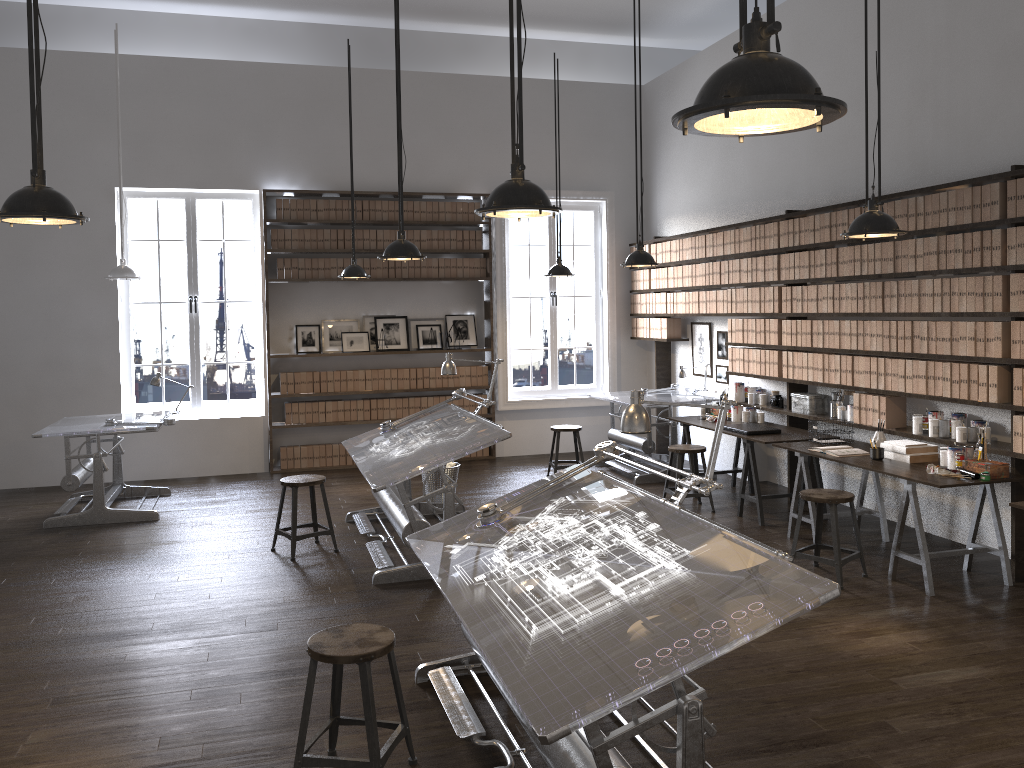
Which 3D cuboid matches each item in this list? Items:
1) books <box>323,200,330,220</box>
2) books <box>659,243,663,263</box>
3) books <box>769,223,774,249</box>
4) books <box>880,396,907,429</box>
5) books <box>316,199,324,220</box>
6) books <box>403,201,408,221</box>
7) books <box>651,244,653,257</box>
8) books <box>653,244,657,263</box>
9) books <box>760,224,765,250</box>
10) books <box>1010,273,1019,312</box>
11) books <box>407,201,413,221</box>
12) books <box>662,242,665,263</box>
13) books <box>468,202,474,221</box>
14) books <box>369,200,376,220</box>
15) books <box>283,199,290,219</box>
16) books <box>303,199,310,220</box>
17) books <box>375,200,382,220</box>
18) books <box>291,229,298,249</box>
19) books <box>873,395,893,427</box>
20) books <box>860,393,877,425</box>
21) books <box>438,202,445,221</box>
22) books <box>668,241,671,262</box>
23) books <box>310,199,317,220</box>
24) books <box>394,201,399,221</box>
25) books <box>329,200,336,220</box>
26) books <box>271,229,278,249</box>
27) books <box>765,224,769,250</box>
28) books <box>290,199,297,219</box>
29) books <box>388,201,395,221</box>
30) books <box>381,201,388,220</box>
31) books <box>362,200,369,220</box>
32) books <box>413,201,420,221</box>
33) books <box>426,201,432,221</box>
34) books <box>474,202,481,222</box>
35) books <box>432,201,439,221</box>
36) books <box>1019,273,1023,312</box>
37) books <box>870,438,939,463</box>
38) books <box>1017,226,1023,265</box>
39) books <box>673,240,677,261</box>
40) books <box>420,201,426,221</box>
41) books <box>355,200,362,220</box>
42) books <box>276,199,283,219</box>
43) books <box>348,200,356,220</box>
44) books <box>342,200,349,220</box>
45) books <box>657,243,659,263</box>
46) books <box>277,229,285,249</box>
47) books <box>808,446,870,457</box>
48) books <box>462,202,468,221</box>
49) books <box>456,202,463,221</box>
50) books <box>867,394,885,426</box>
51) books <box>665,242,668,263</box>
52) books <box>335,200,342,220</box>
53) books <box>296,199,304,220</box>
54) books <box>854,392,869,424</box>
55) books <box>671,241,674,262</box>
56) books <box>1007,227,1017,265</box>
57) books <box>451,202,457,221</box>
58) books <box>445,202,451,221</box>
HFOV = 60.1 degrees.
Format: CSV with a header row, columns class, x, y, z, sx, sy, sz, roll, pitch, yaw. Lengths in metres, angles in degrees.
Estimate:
class,x,y,z,sx,sy,sz,roll,pitch,yaw
books,-2.025,-1.883,9.634,0.067,0.225,0.175,-2,3,-16
books,1.701,-1.430,9.676,0.174,0.225,0.067,-2,2,-16
books,2.301,-1.269,7.604,0.174,0.225,0.067,-2,2,-16
books,2.715,0.199,6.309,0.174,0.225,0.067,-2,2,-16
books,-2.085,-1.880,9.615,0.067,0.225,0.175,-2,3,-16
books,-1.210,-1.917,9.868,0.067,0.225,0.175,-2,3,-16
books,1.645,-1.446,9.889,0.174,0.225,0.067,-2,2,-16
books,1.660,-1.441,9.816,0.174,0.225,0.067,-2,2,-16
books,2.264,-1.279,7.738,0.174,0.225,0.067,-2,2,-16
books,3.014,-0.535,5.187,0.174,0.225,0.067,-2,2,-16
books,-1.148,-1.919,9.882,0.067,0.225,0.175,-2,3,-16
books,1.725,-1.425,9.610,0.174,0.225,0.067,-2,2,-16
books,-0.482,-1.947,10.080,0.067,0.225,0.175,-2,3,-16
books,-1.549,-1.903,9.773,0.067,0.225,0.175,-2,3,-16
books,-2.425,-1.866,9.514,0.067,0.225,0.175,-2,3,-16
books,-2.223,-1.874,9.578,0.067,0.225,0.175,-2,3,-16
books,-1.484,-1.905,9.785,0.067,0.225,0.175,-2,3,-16
books,-2.344,-1.551,9.549,0.067,0.225,0.175,-2,3,-16
books,2.691,0.194,6.376,0.174,0.225,0.067,-2,2,-16
books,2.655,0.183,6.513,0.174,0.225,0.067,-2,2,-16
books,-0.808,-1.933,9.981,0.067,0.225,0.175,-2,3,-16
books,1.758,-1.414,9.475,0.174,0.225,0.067,-2,2,-16
books,-2.154,-1.877,9.593,0.067,0.225,0.175,-2,3,-16
books,-1.282,-1.914,9.849,0.067,0.225,0.175,-2,3,-16
books,-1.960,-1.885,9.648,0.067,0.225,0.175,-2,3,-16
books,-2.549,-1.543,9.494,0.067,0.225,0.175,-2,3,-16
books,2.286,-1.274,7.672,0.174,0.225,0.067,-2,2,-16
books,-2.356,-1.869,9.537,0.067,0.225,0.175,-2,3,-16
books,-1.350,-1.911,9.831,0.067,0.225,0.175,-2,3,-16
books,-1.415,-1.908,9.808,0.067,0.225,0.175,-2,3,-16
books,-1.619,-1.899,9.747,0.067,0.225,0.175,-2,3,-16
books,-1.078,-1.922,9.902,0.067,0.225,0.175,-2,3,-16
books,-0.944,-1.928,9.948,0.067,0.225,0.175,-2,3,-16
books,-0.413,-1.950,10.096,0.067,0.225,0.175,-2,3,-16
books,-0.876,-1.931,9.966,0.067,0.225,0.175,-2,3,-16
books,3.027,-0.531,5.125,0.174,0.225,0.067,-2,2,-16
books,2.535,0.424,5.779,0.385,0.147,0.295,-2,4,-16
books,3.019,-0.800,5.130,0.174,0.225,0.067,-2,2,-16
books,1.797,-1.404,9.351,0.174,0.225,0.067,-2,2,-16
books,-1.010,-1.925,9.925,0.067,0.225,0.175,-2,3,-16
books,-1.692,-1.897,9.732,0.067,0.225,0.175,-2,3,-16
books,-2.495,-1.863,9.494,0.067,0.225,0.175,-2,3,-16
books,-1.759,-1.894,9.708,0.067,0.225,0.175,-2,3,-16
books,-1.829,-1.891,9.692,0.067,0.225,0.175,-2,3,-16
books,1.686,-1.435,9.746,0.174,0.225,0.067,-2,2,-16
books,-2.481,-1.546,9.511,0.067,0.225,0.175,-2,3,-16
books,2.256,0.457,6.113,0.256,0.029,0.355,-2,5,-16
books,-0.550,-1.944,10.060,0.067,0.225,0.175,-2,3,-16
books,-0.613,-1.941,10.036,0.067,0.225,0.175,-2,3,-16
books,2.675,0.188,6.445,0.174,0.225,0.067,-2,2,-16
books,1.745,-1.419,9.541,0.174,0.225,0.067,-2,2,-16
books,-1.897,-1.888,9.673,0.067,0.225,0.175,-2,3,-16
books,-2.291,-1.872,9.560,0.067,0.225,0.175,-2,3,-16
books,2.631,0.178,6.576,0.174,0.225,0.067,-2,2,-16
books,1.781,-1.409,9.412,0.174,0.225,0.067,-2,2,-16
books,3.002,-0.805,5.200,0.174,0.225,0.067,-2,2,-16
books,-0.679,-1.939,10.022,0.067,0.225,0.175,-2,3,-16
books,-0.739,-1.936,10.003,0.067,0.225,0.175,-2,3,-16
